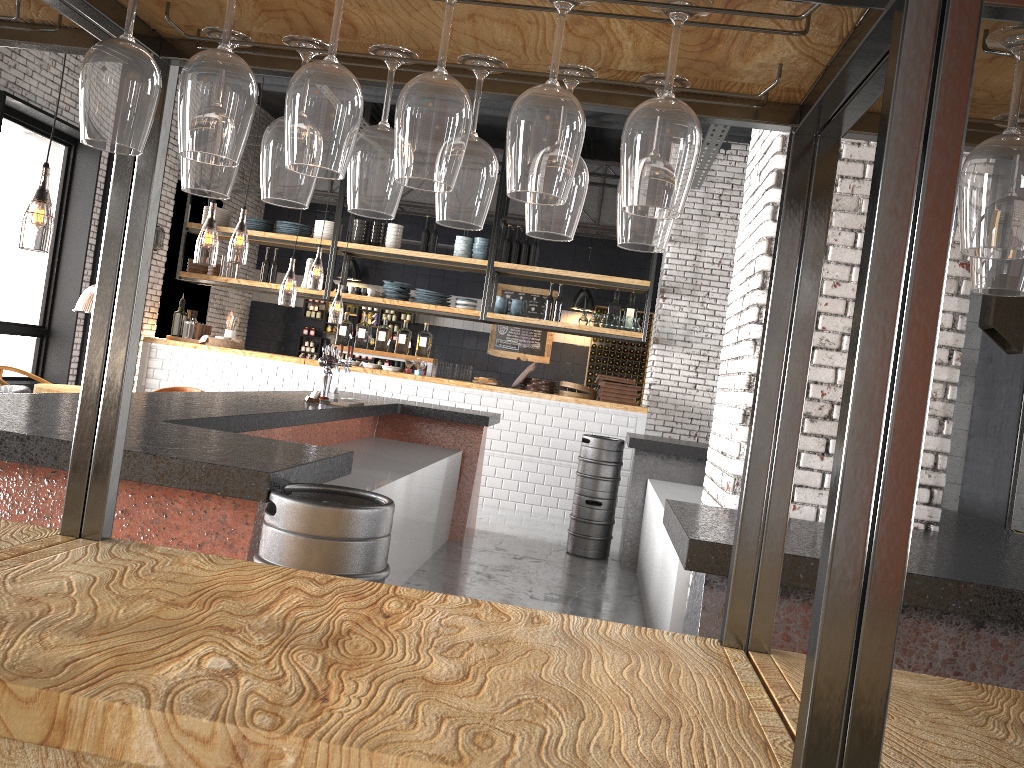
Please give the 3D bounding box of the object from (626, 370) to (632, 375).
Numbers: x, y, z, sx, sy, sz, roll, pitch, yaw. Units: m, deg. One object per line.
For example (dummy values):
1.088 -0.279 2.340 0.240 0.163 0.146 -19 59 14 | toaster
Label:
1.753 -0.177 13.298 0.079 0.079 0.283 8 0 6 | object

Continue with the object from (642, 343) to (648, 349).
1.997 -0.567 13.274 0.079 0.079 0.283 8 0 6 | object

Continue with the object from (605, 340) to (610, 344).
1.441 -0.646 13.356 0.079 0.079 0.283 8 0 6 | object

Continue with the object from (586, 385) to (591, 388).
1.151 0.056 13.352 0.079 0.079 0.280 8 0 6 | object

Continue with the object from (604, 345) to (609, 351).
1.425 -0.542 13.340 0.079 0.079 0.283 8 0 6 | object

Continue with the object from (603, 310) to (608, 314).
1.407 -1.076 13.371 0.079 0.079 0.283 8 0 6 | object

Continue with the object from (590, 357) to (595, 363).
1.210 -0.360 13.357 0.079 0.079 0.283 8 0 6 | object

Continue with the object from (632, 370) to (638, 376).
1.848 -0.164 13.304 0.079 0.079 0.283 8 0 6 | object

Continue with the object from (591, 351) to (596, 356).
1.226 -0.464 13.374 0.079 0.079 0.283 8 0 6 | object

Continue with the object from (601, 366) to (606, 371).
1.380 -0.230 13.328 0.079 0.079 0.283 8 0 6 | object

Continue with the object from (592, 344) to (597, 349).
1.238 -0.568 13.350 0.079 0.079 0.283 8 0 6 | object

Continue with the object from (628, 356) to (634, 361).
1.781 -0.385 13.281 0.079 0.079 0.283 8 0 6 | object

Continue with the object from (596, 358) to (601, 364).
1.305 -0.347 13.367 0.079 0.079 0.283 8 0 6 | object

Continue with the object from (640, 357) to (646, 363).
1.971 -0.359 13.301 0.079 0.079 0.283 8 0 6 | object

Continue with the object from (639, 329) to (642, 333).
1.934 -0.788 13.295 0.079 0.079 0.283 8 0 6 | object

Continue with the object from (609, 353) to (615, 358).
1.504 -0.425 13.329 0.079 0.079 0.283 8 0 6 | object

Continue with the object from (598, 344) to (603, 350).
1.330 -0.555 13.327 0.079 0.079 0.283 8 0 6 | object

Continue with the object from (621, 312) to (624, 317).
1.685 -1.036 13.327 0.079 0.079 0.283 8 0 6 | object

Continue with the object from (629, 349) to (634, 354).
1.797 -0.489 13.301 0.079 0.079 0.283 8 0 6 | object

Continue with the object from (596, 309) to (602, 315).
1.311 -1.089 13.346 0.079 0.079 0.283 8 0 6 | object

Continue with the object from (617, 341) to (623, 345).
1.624 -0.620 13.303 0.079 0.079 0.283 8 0 6 | object

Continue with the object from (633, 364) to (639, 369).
1.863 -0.268 13.305 0.079 0.079 0.283 8 0 6 | object

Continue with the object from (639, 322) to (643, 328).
1.948 -0.892 13.287 0.079 0.079 0.283 8 0 6 | object

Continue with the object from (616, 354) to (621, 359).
1.594 -0.412 13.297 0.079 0.079 0.283 8 0 6 | object

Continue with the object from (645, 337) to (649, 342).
2.013 -0.671 13.284 0.079 0.079 0.283 8 0 6 | object

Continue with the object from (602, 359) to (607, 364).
1.397 -0.334 13.353 0.079 0.079 0.283 8 0 6 | object

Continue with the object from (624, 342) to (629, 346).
1.719 -0.606 13.312 0.079 0.079 0.283 8 0 6 | object

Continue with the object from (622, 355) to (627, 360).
1.690 -0.398 13.310 0.079 0.079 0.283 8 0 6 | object

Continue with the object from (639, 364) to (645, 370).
1.954 -0.254 13.280 0.079 0.079 0.283 8 0 6 | object

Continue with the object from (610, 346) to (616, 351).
1.520 -0.529 13.350 0.079 0.079 0.283 8 0 6 | object

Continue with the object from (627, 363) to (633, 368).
1.766 -0.281 13.276 0.079 0.079 0.283 8 0 6 | object

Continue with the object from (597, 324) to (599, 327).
1.285 -0.881 13.383 0.079 0.079 0.283 8 0 6 | object

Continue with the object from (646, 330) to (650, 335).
2.029 -0.775 13.301 0.079 0.079 0.283 8 0 6 | object

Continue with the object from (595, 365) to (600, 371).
1.288 -0.243 13.346 0.079 0.079 0.283 8 0 6 | object

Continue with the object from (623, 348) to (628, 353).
1.706 -0.502 13.327 0.079 0.079 0.283 8 0 6 | object

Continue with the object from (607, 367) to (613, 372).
1.474 -0.216 13.327 0.079 0.079 0.283 8 0 6 | object

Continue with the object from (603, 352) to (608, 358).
1.409 -0.438 13.320 0.079 0.079 0.283 8 0 6 | object

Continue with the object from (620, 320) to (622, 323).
1.671 -0.932 13.341 0.079 0.079 0.283 8 0 6 | object

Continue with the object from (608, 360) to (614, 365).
1.487 -0.321 13.305 0.079 0.079 0.283 8 0 6 | object

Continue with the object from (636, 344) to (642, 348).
1.906 -0.580 13.308 0.079 0.079 0.283 8 0 6 | object

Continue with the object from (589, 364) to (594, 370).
1.193 -0.256 13.333 0.079 0.079 0.283 8 0 6 | object

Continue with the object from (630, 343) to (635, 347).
1.814 -0.593 13.322 0.079 0.079 0.283 8 0 6 | object

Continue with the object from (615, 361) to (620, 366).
1.580 -0.307 13.299 0.079 0.079 0.283 8 0 6 | object

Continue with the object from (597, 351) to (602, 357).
1.318 -0.451 13.349 0.079 0.079 0.283 8 0 6 | object

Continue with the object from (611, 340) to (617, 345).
1.533 -0.633 13.332 0.079 0.079 0.283 8 0 6 | object

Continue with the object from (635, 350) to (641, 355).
1.892 -0.476 13.308 0.079 0.079 0.283 8 0 6 | object

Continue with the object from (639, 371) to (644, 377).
1.937 -0.150 13.260 0.079 0.079 0.283 8 0 6 | object

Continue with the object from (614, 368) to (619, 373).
1.567 -0.203 13.317 0.079 0.079 0.283 8 0 6 | object

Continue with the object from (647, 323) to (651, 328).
2.040 -0.879 13.264 0.079 0.079 0.283 8 0 6 | object

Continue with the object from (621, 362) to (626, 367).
1.676 -0.294 13.324 0.079 0.079 0.283 8 0 6 | object

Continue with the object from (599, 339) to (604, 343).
1.345 -0.659 13.332 0.079 0.079 0.283 8 0 6 | object

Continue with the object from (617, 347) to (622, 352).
1.613 -0.515 13.336 0.079 0.079 0.283 8 0 6 | object

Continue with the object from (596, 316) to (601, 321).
1.299 -0.985 13.379 0.079 0.079 0.283 8 0 6 | object

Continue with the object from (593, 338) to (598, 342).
1.254 -0.672 13.361 0.079 0.079 0.283 8 0 6 | object

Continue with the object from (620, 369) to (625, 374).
1.662 -0.190 13.327 0.079 0.079 0.283 8 0 6 | object

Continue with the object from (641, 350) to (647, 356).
1.983 -0.463 13.282 0.079 0.079 0.283 8 0 6 | object

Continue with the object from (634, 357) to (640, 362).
1.876 -0.372 13.291 0.079 0.079 0.283 8 0 6 | object
